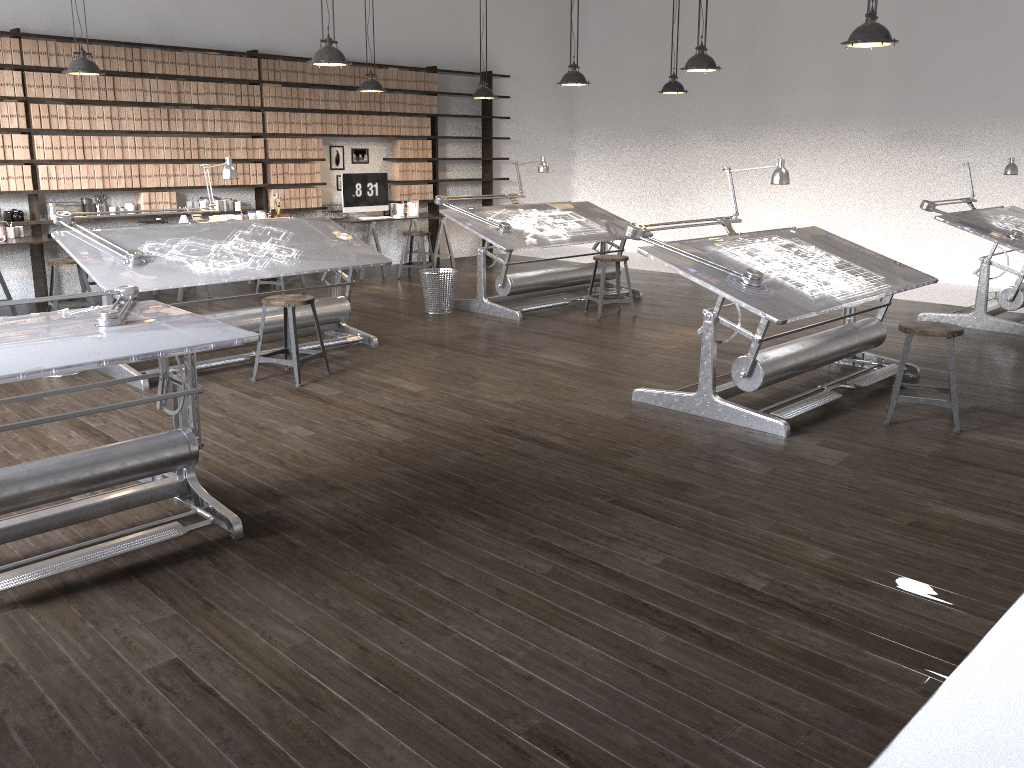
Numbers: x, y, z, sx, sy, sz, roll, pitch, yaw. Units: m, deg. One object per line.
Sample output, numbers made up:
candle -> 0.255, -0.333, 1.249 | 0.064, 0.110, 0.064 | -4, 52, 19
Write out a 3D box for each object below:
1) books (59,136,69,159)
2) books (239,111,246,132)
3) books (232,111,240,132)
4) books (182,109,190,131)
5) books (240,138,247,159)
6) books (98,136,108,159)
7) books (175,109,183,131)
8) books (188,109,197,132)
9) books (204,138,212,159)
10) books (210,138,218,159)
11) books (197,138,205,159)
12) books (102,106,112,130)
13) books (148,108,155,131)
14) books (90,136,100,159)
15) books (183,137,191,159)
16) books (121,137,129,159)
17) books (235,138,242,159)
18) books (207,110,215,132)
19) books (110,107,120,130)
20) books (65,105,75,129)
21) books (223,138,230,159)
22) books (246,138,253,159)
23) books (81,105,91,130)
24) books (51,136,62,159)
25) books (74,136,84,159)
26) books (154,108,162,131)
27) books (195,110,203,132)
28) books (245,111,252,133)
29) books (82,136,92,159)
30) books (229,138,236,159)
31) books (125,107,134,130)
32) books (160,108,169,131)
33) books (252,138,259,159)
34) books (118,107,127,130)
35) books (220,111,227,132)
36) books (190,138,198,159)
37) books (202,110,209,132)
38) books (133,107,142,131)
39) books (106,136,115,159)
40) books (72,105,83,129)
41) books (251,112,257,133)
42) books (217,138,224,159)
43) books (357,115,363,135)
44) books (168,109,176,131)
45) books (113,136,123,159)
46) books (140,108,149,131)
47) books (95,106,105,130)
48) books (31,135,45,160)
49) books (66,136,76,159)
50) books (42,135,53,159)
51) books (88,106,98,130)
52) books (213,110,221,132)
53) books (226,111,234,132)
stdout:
books -> -4.198, -2.192, 8.235 | 0.067, 0.223, 0.175 | -12, 18, -44
books -> -2.910, -2.787, 9.438 | 0.067, 0.223, 0.175 | -12, 17, -44
books -> -2.964, -2.775, 9.390 | 0.067, 0.223, 0.175 | -12, 17, -44
books -> -3.354, -2.676, 9.010 | 0.067, 0.223, 0.175 | -12, 18, -44
books -> -2.914, -2.519, 9.493 | 0.067, 0.223, 0.175 | -12, 18, -44
books -> -3.948, -2.257, 8.484 | 0.067, 0.223, 0.175 | -12, 18, -44
books -> -3.401, -2.663, 8.958 | 0.067, 0.223, 0.175 | -12, 17, -44
books -> -3.304, -2.689, 9.059 | 0.067, 0.223, 0.175 | -12, 18, -44
books -> -3.200, -2.446, 9.213 | 0.067, 0.223, 0.175 | -12, 18, -44
books -> -3.153, -2.459, 9.265 | 0.067, 0.223, 0.175 | -12, 17, -44
books -> -3.254, -2.434, 9.167 | 0.067, 0.223, 0.175 | -12, 18, -44
books -> -3.897, -2.536, 8.469 | 0.067, 0.223, 0.175 | -12, 18, -44
books -> -3.605, -2.612, 8.761 | 0.067, 0.223, 0.175 | -12, 18, -44
books -> -3.995, -2.243, 8.432 | 0.067, 0.223, 0.175 | -12, 17, -44
books -> -3.359, -2.407, 9.063 | 0.067, 0.223, 0.175 | -12, 18, -44
books -> -3.802, -2.294, 8.625 | 0.067, 0.223, 0.175 | -12, 18, -44
books -> -2.962, -2.507, 9.449 | 0.067, 0.223, 0.175 | -12, 17, -44
books -> -3.163, -2.724, 9.194 | 0.067, 0.223, 0.175 | -12, 18, -44
books -> -3.851, -2.549, 8.521 | 0.067, 0.223, 0.175 | -12, 17, -44
books -> -4.141, -2.476, 8.236 | 0.067, 0.223, 0.175 | -12, 17, -44
books -> -3.052, -2.483, 9.357 | 0.067, 0.223, 0.175 | -12, 18, -44
books -> -2.867, -2.532, 9.545 | 0.067, 0.223, 0.175 | -12, 17, -44
books -> -4.039, -2.499, 8.328 | 0.067, 0.223, 0.175 | -12, 18, -44
books -> -4.239, -2.180, 8.188 | 0.067, 0.223, 0.175 | -12, 17, -44
books -> -4.097, -2.217, 8.330 | 0.067, 0.223, 0.175 | -12, 18, -44
books -> -3.560, -2.624, 8.808 | 0.067, 0.223, 0.175 | -12, 17, -44
books -> -3.253, -2.700, 9.102 | 0.067, 0.223, 0.175 | -12, 17, -44
books -> -2.863, -2.799, 9.484 | 0.067, 0.223, 0.175 | -12, 18, -44
books -> -4.048, -2.231, 8.386 | 0.067, 0.223, 0.175 | -12, 17, -44
books -> -3.008, -2.496, 9.406 | 0.067, 0.223, 0.175 | -12, 17, -44
books -> -3.751, -2.574, 8.616 | 0.067, 0.223, 0.175 | -12, 18, -44
books -> -3.504, -2.636, 8.856 | 0.067, 0.223, 0.175 | -12, 18, -44
books -> -2.819, -2.545, 9.595 | 0.067, 0.223, 0.175 | -12, 17, -44
books -> -3.803, -2.562, 8.571 | 0.067, 0.223, 0.175 | -12, 17, -44
books -> -3.064, -2.750, 9.294 | 0.067, 0.223, 0.175 | -12, 18, -44
books -> -3.303, -2.419, 9.111 | 0.067, 0.223, 0.175 | -12, 17, -44
books -> -3.209, -2.713, 9.151 | 0.067, 0.223, 0.175 | -12, 18, -44
books -> -3.697, -2.587, 8.664 | 0.067, 0.223, 0.175 | -12, 18, -44
books -> -3.897, -2.270, 8.533 | 0.067, 0.223, 0.175 | -12, 18, -44
books -> -4.091, -2.488, 8.286 | 0.067, 0.223, 0.175 | -12, 17, -44
books -> -2.822, -2.812, 9.531 | 0.067, 0.223, 0.175 | -12, 17, -44
books -> -3.103, -2.472, 9.314 | 0.067, 0.223, 0.175 | -12, 17, -44
books -> -1.847, -3.066, 10.487 | 0.067, 0.223, 0.175 | -12, 18, -44
books -> -3.455, -2.651, 8.912 | 0.067, 0.223, 0.175 | -12, 17, -44
books -> -3.846, -2.281, 8.576 | 0.067, 0.223, 0.175 | -12, 17, -44
books -> -3.646, -2.600, 8.714 | 0.067, 0.223, 0.175 | -12, 17, -44
books -> -3.950, -2.523, 8.420 | 0.067, 0.223, 0.175 | -12, 17, -44
books -> -4.344, -2.155, 8.090 | 0.067, 0.223, 0.175 | -12, 18, -44
books -> -4.153, -2.204, 8.282 | 0.067, 0.223, 0.175 | -12, 17, -44
books -> -4.290, -2.167, 8.138 | 0.067, 0.223, 0.175 | -12, 18, -44
books -> -3.995, -2.512, 8.378 | 0.067, 0.223, 0.175 | -12, 17, -44
books -> -3.111, -2.737, 9.243 | 0.067, 0.223, 0.175 | -12, 17, -44
books -> -3.016, -2.763, 9.344 | 0.067, 0.223, 0.175 | -12, 18, -44
